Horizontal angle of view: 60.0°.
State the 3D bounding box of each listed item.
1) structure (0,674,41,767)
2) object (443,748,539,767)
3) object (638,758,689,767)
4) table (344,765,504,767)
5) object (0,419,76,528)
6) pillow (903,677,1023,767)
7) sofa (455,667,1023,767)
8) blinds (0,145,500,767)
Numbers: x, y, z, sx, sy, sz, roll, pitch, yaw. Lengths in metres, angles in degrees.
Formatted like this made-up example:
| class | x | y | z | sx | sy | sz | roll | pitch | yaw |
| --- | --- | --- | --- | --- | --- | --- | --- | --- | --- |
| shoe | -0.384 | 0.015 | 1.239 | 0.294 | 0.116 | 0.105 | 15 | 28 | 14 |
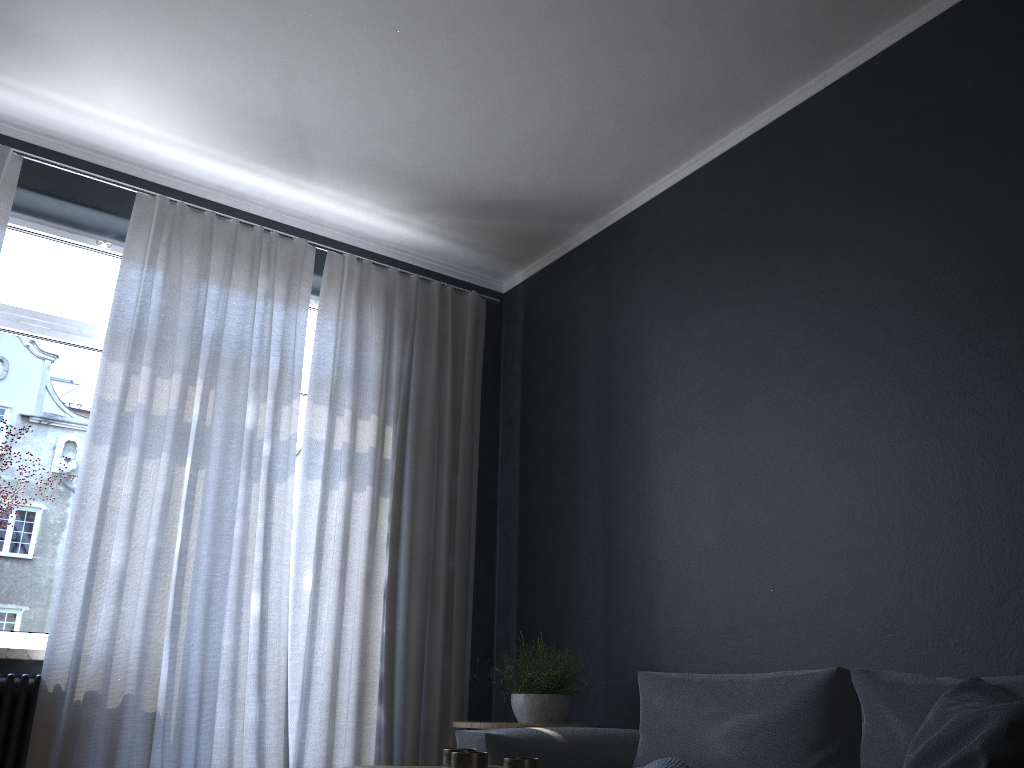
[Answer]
| class | x | y | z | sx | sy | sz | roll | pitch | yaw |
| --- | --- | --- | --- | --- | --- | --- | --- | --- | --- |
| structure | -2.415 | 1.209 | 2.814 | 1.849 | 0.597 | 0.216 | 14 | -23 | -32 |
| object | -0.063 | 0.731 | 1.715 | 0.103 | 0.033 | 0.370 | 10 | -22 | -22 |
| object | 0.201 | 1.248 | 2.566 | 0.491 | 0.327 | 0.669 | 12 | -23 | -27 |
| table | -0.016 | 0.960 | 1.499 | 0.340 | 0.547 | 0.790 | 14 | -23 | -32 |
| object | -2.047 | 0.561 | 3.333 | 0.600 | 0.805 | 0.516 | -10 | -22 | 28 |
| pillow | 1.089 | 0.780 | 1.826 | 0.442 | 0.360 | 0.801 | 7 | -21 | -15 |
| sofa | 0.780 | 1.131 | 2.283 | 0.972 | 0.794 | 2.348 | 14 | -24 | -32 |
| blinds | -1.787 | 0.442 | 3.446 | 3.999 | 2.775 | 0.313 | 14 | -23 | -32 |
